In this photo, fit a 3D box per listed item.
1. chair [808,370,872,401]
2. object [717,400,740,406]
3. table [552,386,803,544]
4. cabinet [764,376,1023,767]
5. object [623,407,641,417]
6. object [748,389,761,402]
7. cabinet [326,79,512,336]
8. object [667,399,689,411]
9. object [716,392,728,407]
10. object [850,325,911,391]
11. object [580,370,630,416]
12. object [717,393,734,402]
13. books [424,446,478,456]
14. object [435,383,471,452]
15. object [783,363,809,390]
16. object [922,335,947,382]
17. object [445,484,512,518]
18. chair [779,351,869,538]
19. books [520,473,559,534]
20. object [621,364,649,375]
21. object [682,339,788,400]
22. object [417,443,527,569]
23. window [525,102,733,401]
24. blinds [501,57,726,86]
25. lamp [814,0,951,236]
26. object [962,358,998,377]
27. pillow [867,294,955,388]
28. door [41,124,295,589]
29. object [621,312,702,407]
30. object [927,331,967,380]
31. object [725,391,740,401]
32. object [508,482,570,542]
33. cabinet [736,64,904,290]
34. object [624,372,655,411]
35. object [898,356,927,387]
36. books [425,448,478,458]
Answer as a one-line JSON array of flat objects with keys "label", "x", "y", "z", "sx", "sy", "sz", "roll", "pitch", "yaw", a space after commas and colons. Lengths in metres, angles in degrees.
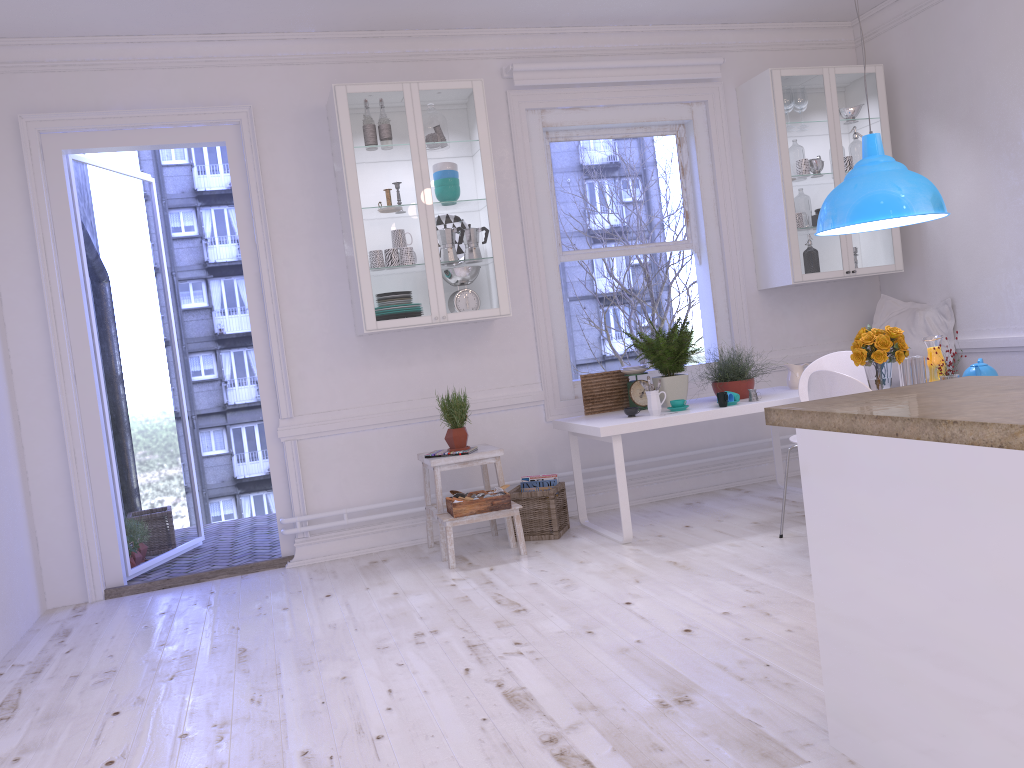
[{"label": "chair", "x": 1.456, "y": 0.335, "z": 3.443, "sx": 0.483, "sy": 0.845, "sz": 0.604, "roll": -8, "pitch": 3, "yaw": -16}, {"label": "object", "x": 1.155, "y": 0.101, "z": 4.731, "sx": 0.121, "sy": 0.021, "sz": 0.121, "roll": -6, "pitch": 3, "yaw": 25}, {"label": "table", "x": 1.092, "y": 0.421, "z": 4.980, "sx": 1.514, "sy": 0.619, "sz": 0.736, "roll": -8, "pitch": 3, "yaw": -16}, {"label": "cabinet", "x": 1.176, "y": 0.443, "z": 1.841, "sx": 0.654, "sy": 0.842, "sz": 1.167, "roll": -8, "pitch": 3, "yaw": -16}, {"label": "object", "x": 0.638, "y": 0.151, "z": 4.728, "sx": 0.082, "sy": 0.048, "sz": 0.079, "roll": -5, "pitch": 3, "yaw": 34}, {"label": "object", "x": 1.303, "y": 0.058, "z": 4.774, "sx": 0.066, "sy": 0.067, "sz": 0.052, "roll": -8, "pitch": 3, "yaw": -15}, {"label": "cabinet", "x": -0.519, "y": -0.975, "z": 4.951, "sx": 0.823, "sy": 1.311, "sz": 0.425, "roll": -8, "pitch": 3, "yaw": -16}, {"label": "object", "x": 0.892, "y": 0.115, "z": 4.768, "sx": 0.121, "sy": 0.055, "sz": 0.121, "roll": -6, "pitch": 3, "yaw": 25}, {"label": "object", "x": 1.105, "y": 0.083, "z": 4.651, "sx": 0.055, "sy": 0.077, "sz": 0.070, "roll": -7, "pitch": 3, "yaw": 10}, {"label": "object", "x": 1.591, "y": -0.086, "z": 3.827, "sx": 0.235, "sy": 0.351, "sz": 0.234, "roll": -5, "pitch": 3, "yaw": 39}, {"label": "object", "x": 0.553, "y": 0.047, "z": 5.179, "sx": 0.294, "sy": 0.237, "sz": 0.028, "roll": -8, "pitch": 3, "yaw": -16}, {"label": "object", "x": 1.139, "y": 0.078, "z": 4.723, "sx": 0.069, "sy": 0.058, "sz": 0.080, "roll": -9, "pitch": 4, "yaw": -43}, {"label": "books", "x": -0.326, "y": 0.362, "z": 4.773, "sx": 0.246, "sy": 0.007, "sz": 0.180, "roll": -6, "pitch": 3, "yaw": 14}, {"label": "object", "x": -0.296, "y": 0.170, "z": 4.769, "sx": 0.196, "sy": 0.367, "sz": 0.186, "roll": -6, "pitch": 3, "yaw": 29}, {"label": "object", "x": 1.672, "y": -0.049, "z": 5.204, "sx": 0.127, "sy": 0.152, "sz": 0.115, "roll": -9, "pitch": 3, "yaw": -33}, {"label": "object", "x": 1.851, "y": -0.077, "z": 3.867, "sx": 0.094, "sy": 0.267, "sz": 0.116, "roll": -6, "pitch": 3, "yaw": 11}, {"label": "object", "x": -0.163, "y": 0.595, "z": 4.574, "sx": 0.358, "sy": 0.110, "sz": 0.211, "roll": -8, "pitch": 3, "yaw": -14}, {"label": "chair", "x": 1.612, "y": 0.275, "z": 4.313, "sx": 0.604, "sy": 0.845, "sz": 0.483, "roll": -5, "pitch": 3, "yaw": 30}, {"label": "books", "x": 0.148, "y": 0.679, "z": 4.985, "sx": 0.221, "sy": 0.306, "sz": 0.205, "roll": -6, "pitch": 3, "yaw": 17}, {"label": "object", "x": 0.710, "y": -0.083, "z": 5.123, "sx": 0.164, "sy": 0.047, "sz": 0.163, "roll": -5, "pitch": 3, "yaw": 33}, {"label": "object", "x": 1.262, "y": -0.083, "z": 5.052, "sx": 0.668, "sy": 0.367, "sz": 0.531, "roll": -7, "pitch": 3, "yaw": 9}, {"label": "object", "x": -0.230, "y": 0.635, "z": 4.770, "sx": 0.418, "sy": 0.534, "sz": 0.599, "roll": -8, "pitch": 3, "yaw": -16}, {"label": "window", "x": 0.739, "y": -0.856, "z": 5.670, "sx": 1.234, "sy": 1.782, "sz": 0.181, "roll": -8, "pitch": 3, "yaw": -16}, {"label": "blinds", "x": 0.652, "y": -1.912, "z": 5.438, "sx": 1.451, "sy": 0.131, "sz": 0.136, "roll": -8, "pitch": 3, "yaw": -16}, {"label": "lamp", "x": 1.538, "y": -1.677, "z": 3.942, "sx": 0.568, "sy": 1.948, "sz": 0.568, "roll": -6, "pitch": 3, "yaw": 18}, {"label": "object", "x": 1.970, "y": -0.028, "z": 3.729, "sx": 0.156, "sy": 0.151, "sz": 0.150, "roll": -8, "pitch": 3, "yaw": -12}, {"label": "pillow", "x": 2.522, "y": -0.273, "z": 5.671, "sx": 0.677, "sy": 0.642, "sz": 0.374, "roll": -4, "pitch": 4, "yaw": 44}, {"label": "door", "x": -1.985, "y": -0.157, "z": 5.336, "sx": 1.009, "sy": 2.474, "sz": 1.021, "roll": -8, "pitch": 3, "yaw": -16}, {"label": "object", "x": 0.883, "y": -0.135, "z": 5.042, "sx": 0.438, "sy": 0.527, "sz": 0.368, "roll": -8, "pitch": 3, "yaw": -16}, {"label": "object", "x": 1.811, "y": -0.073, "z": 3.654, "sx": 0.128, "sy": 0.287, "sz": 0.128, "roll": -8, "pitch": 3, "yaw": -14}, {"label": "object", "x": 1.169, "y": 0.067, "z": 4.744, "sx": 0.069, "sy": 0.059, "sz": 0.082, "roll": -9, "pitch": 3, "yaw": -38}, {"label": "object", "x": 0.147, "y": 0.713, "z": 4.974, "sx": 0.276, "sy": 0.270, "sz": 0.276, "roll": -6, "pitch": 3, "yaw": 17}, {"label": "cabinet", "x": 1.977, "y": -1.314, "z": 5.672, "sx": 0.823, "sy": 1.311, "sz": 0.425, "roll": -8, "pitch": 3, "yaw": -16}, {"label": "object", "x": 0.733, "y": 0.042, "z": 5.120, "sx": 0.159, "sy": 0.208, "sz": 0.185, "roll": -8, "pitch": 3, "yaw": -16}, {"label": "object", "x": 1.747, "y": -0.024, "z": 3.865, "sx": 0.101, "sy": 0.186, "sz": 0.122, "roll": -6, "pitch": 3, "yaw": 14}, {"label": "books", "x": -0.325, "y": 0.371, "z": 4.773, "sx": 0.246, "sy": 0.011, "sz": 0.180, "roll": -6, "pitch": 3, "yaw": 14}]
